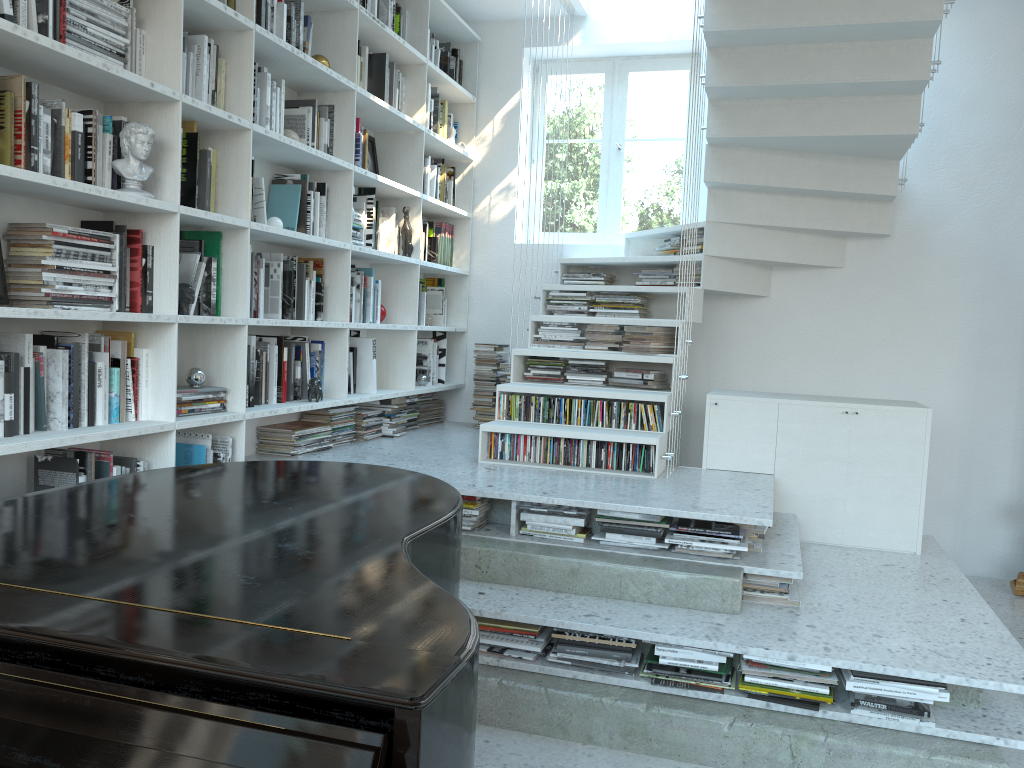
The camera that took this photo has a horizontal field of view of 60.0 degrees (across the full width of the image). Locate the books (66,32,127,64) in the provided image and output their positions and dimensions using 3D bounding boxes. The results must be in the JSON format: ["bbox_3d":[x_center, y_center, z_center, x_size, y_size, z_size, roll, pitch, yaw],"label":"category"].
[{"bbox_3d":[-1.368,-1.050,2.779,0.159,0.012,0.285,3,4,13],"label":"books"}]

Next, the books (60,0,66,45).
[{"bbox_3d":[-1.392,-1.085,2.621,0.176,0.247,0.013,4,4,16],"label":"books"}]

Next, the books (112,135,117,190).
[{"bbox_3d":[-1.358,-0.711,2.909,0.145,0.206,0.012,4,4,16],"label":"books"}]

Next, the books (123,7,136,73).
[{"bbox_3d":[-1.310,-1.104,2.922,0.161,0.254,0.012,4,4,16],"label":"books"}]

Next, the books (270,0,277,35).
[{"bbox_3d":[-1.055,-1.500,3.711,0.149,0.237,0.023,4,4,16],"label":"books"}]

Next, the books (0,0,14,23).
[{"bbox_3d":[-1.456,-1.072,2.446,0.153,0.237,0.066,4,4,16],"label":"books"}]

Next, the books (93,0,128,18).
[{"bbox_3d":[-1.357,-1.196,2.767,0.159,0.012,0.285,3,4,11],"label":"books"}]

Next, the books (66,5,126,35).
[{"bbox_3d":[-1.366,-1.134,2.773,0.161,0.012,0.254,4,4,18],"label":"books"}]

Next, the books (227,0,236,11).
[{"bbox_3d":[-1.142,-1.472,3.358,0.223,0.214,0.008,4,4,16],"label":"books"}]

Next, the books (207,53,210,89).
[{"bbox_3d":[-1.201,-1.112,3.315,0.149,0.234,0.024,4,4,16],"label":"books"}]

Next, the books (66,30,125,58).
[{"bbox_3d":[-1.370,-1.062,2.779,0.161,0.012,0.254,4,4,18],"label":"books"}]

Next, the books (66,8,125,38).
[{"bbox_3d":[-1.365,-1.122,2.774,0.161,0.012,0.254,3,4,13],"label":"books"}]

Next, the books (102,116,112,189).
[{"bbox_3d":[-1.365,-0.739,2.896,0.135,0.263,0.014,4,4,16],"label":"books"}]

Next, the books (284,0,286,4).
[{"bbox_3d":[-1.044,-1.529,3.790,0.159,0.285,0.012,4,4,16],"label":"books"}]

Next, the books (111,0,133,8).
[{"bbox_3d":[-1.320,-1.137,2.936,0.139,0.319,0.012,4,4,16],"label":"books"}]

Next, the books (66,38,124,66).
[{"bbox_3d":[-1.373,-1.038,2.782,0.161,0.012,0.254,4,4,15],"label":"books"}]

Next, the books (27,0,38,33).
[{"bbox_3d":[-1.436,-1.104,2.538,0.162,0.291,0.049,4,4,16],"label":"books"}]

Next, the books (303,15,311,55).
[{"bbox_3d":[-0.979,-1.509,3.928,0.171,0.235,0.054,4,4,16],"label":"books"}]

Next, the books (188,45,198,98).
[{"bbox_3d":[-1.227,-1.109,3.227,0.178,0.236,0.023,4,4,16],"label":"books"}]

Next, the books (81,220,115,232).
[{"bbox_3d":[-1.382,-0.393,2.956,0.130,0.299,0.011,4,4,16],"label":"books"}]

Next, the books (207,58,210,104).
[{"bbox_3d":[-1.200,-1.099,3.296,0.157,0.211,0.029,4,4,16],"label":"books"}]

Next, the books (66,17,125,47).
[{"bbox_3d":[-1.370,-1.098,2.777,0.161,0.012,0.254,4,4,17],"label":"books"}]

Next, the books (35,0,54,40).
[{"bbox_3d":[-1.413,-1.094,2.568,0.191,0.269,0.021,4,4,16],"label":"books"}]

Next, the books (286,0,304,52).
[{"bbox_3d":[-0.996,-1.531,3.857,0.183,0.285,0.029,4,4,16],"label":"books"}]

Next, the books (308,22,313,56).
[{"bbox_3d":[-0.982,-1.501,3.953,0.182,0.217,0.048,4,4,16],"label":"books"}]

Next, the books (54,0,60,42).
[{"bbox_3d":[-1.408,-1.084,2.611,0.183,0.245,0.015,4,4,16],"label":"books"}]

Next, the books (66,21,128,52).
[{"bbox_3d":[-1.371,-1.086,2.778,0.159,0.012,0.285,4,4,17],"label":"books"}]

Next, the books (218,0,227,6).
[{"bbox_3d":[-1.150,-1.488,3.327,0.186,0.248,0.013,4,4,16],"label":"books"}]

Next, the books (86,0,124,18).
[{"bbox_3d":[-1.368,-1.185,2.771,0.161,0.012,0.254,4,4,16],"label":"books"}]

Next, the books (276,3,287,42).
[{"bbox_3d":[-1.035,-1.486,3.729,0.180,0.209,0.021,4,4,16],"label":"books"}]

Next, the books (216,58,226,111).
[{"bbox_3d":[-1.171,-1.111,3.358,0.176,0.230,0.028,4,4,16],"label":"books"}]

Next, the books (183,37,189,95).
[{"bbox_3d":[-1.244,-1.114,3.189,0.164,0.250,0.028,4,4,16],"label":"books"}]

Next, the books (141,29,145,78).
[{"bbox_3d":[-1.311,-1.083,2.989,0.158,0.205,0.030,4,4,16],"label":"books"}]

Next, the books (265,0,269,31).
[{"bbox_3d":[-1.079,-1.523,3.672,0.154,0.284,0.013,4,4,16],"label":"books"}]

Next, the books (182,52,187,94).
[{"bbox_3d":[-1.241,-1.079,3.152,0.181,0.185,0.028,4,4,16],"label":"books"}]

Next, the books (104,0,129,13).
[{"bbox_3d":[-1.363,-1.209,2.768,0.159,0.012,0.285,4,4,18],"label":"books"}]

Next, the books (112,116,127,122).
[{"bbox_3d":[-1.344,-0.751,2.969,0.108,0.279,0.025,4,4,16],"label":"books"}]

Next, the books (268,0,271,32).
[{"bbox_3d":[-1.073,-1.489,3.692,0.144,0.216,0.025,4,4,16],"label":"books"}]

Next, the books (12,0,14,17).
[{"bbox_3d":[-1.454,-1.099,2.490,0.130,0.286,0.022,4,4,16],"label":"books"}]

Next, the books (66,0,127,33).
[{"bbox_3d":[-1.368,-1.147,2.773,0.159,0.012,0.285,4,4,15],"label":"books"}]

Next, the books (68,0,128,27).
[{"bbox_3d":[-1.359,-1.158,2.770,0.161,0.012,0.254,4,4,21],"label":"books"}]

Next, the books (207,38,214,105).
[{"bbox_3d":[-1.197,-1.143,3.330,0.154,0.294,0.028,4,4,16],"label":"books"}]

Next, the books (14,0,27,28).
[{"bbox_3d":[-1.443,-1.066,2.513,0.148,0.217,0.024,4,4,16],"label":"books"}]

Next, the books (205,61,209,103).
[{"bbox_3d":[-1.206,-1.091,3.276,0.185,0.197,0.027,4,4,16],"label":"books"}]

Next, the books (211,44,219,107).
[{"bbox_3d":[-1.190,-1.135,3.345,0.173,0.277,0.025,4,4,16],"label":"books"}]

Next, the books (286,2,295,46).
[{"bbox_3d":[-1.021,-1.505,3.807,0.185,0.238,0.030,4,4,16],"label":"books"}]

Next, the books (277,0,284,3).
[{"bbox_3d":[-1.041,-1.516,3.757,0.156,0.265,0.012,4,4,16],"label":"books"}]

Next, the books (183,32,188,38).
[{"bbox_3d":[-1.240,-1.128,3.202,0.146,0.275,0.019,4,4,16],"label":"books"}]

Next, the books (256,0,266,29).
[{"bbox_3d":[-1.080,-1.497,3.610,0.160,0.241,0.027,4,4,16],"label":"books"}]

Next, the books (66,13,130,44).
[{"bbox_3d":[-1.365,-1.110,2.775,0.159,0.012,0.285,4,4,19],"label":"books"}]

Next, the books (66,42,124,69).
[{"bbox_3d":[-1.376,-1.026,2.783,0.161,0.012,0.254,4,4,16],"label":"books"}]

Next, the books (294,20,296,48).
[{"bbox_3d":[-1.018,-1.478,3.838,0.176,0.182,0.027,4,4,16],"label":"books"}]

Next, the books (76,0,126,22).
[{"bbox_3d":[-1.365,-1.172,2.770,0.161,0.012,0.254,4,4,18],"label":"books"}]

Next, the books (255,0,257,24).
[{"bbox_3d":[-1.098,-1.508,3.551,0.166,0.269,0.010,4,4,16],"label":"books"}]

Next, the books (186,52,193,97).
[{"bbox_3d":[-1.237,-1.094,3.215,0.171,0.207,0.023,4,4,16],"label":"books"}]

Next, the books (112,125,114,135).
[{"bbox_3d":[-1.366,-0.731,2.927,0.103,0.242,0.021,4,4,16],"label":"books"}]

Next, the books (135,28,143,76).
[{"bbox_3d":[-1.314,-1.078,2.960,0.172,0.198,0.029,4,4,16],"label":"books"}]

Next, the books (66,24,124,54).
[{"bbox_3d":[-1.369,-1.074,2.778,0.161,0.012,0.254,4,4,14],"label":"books"}]

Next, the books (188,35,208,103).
[{"bbox_3d":[-1.201,-1.128,3.236,0.186,0.275,0.028,4,4,16],"label":"books"}]

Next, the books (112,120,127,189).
[{"bbox_3d":[-1.341,-0.739,2.943,0.130,0.260,0.025,4,4,16],"label":"books"}]
